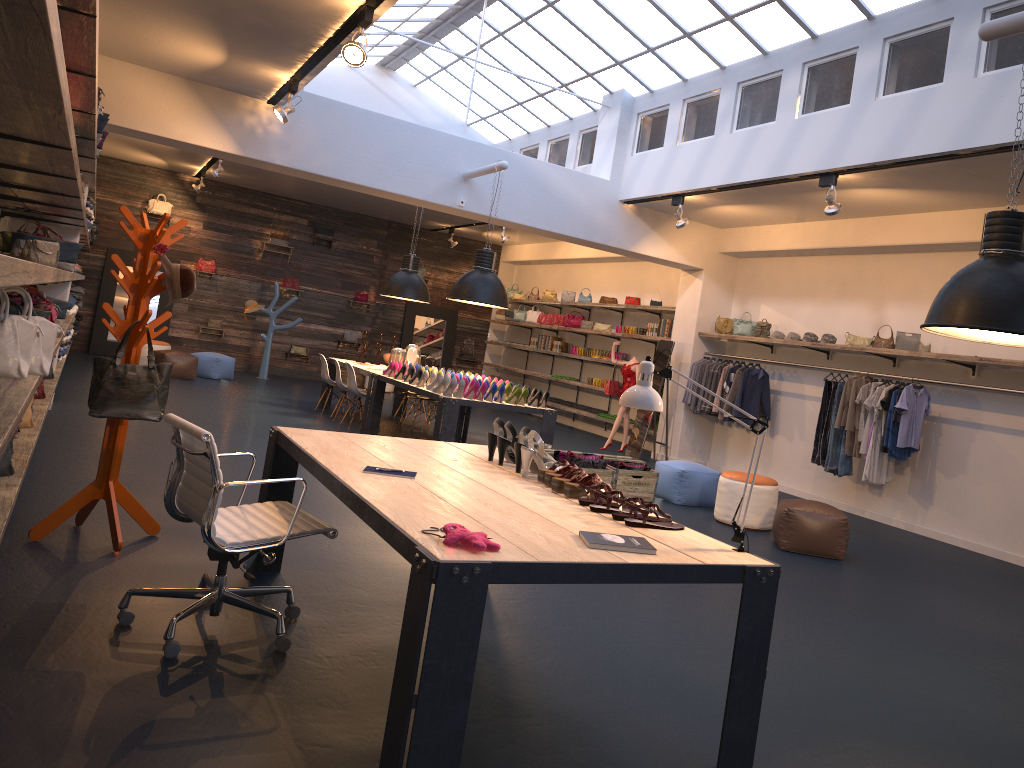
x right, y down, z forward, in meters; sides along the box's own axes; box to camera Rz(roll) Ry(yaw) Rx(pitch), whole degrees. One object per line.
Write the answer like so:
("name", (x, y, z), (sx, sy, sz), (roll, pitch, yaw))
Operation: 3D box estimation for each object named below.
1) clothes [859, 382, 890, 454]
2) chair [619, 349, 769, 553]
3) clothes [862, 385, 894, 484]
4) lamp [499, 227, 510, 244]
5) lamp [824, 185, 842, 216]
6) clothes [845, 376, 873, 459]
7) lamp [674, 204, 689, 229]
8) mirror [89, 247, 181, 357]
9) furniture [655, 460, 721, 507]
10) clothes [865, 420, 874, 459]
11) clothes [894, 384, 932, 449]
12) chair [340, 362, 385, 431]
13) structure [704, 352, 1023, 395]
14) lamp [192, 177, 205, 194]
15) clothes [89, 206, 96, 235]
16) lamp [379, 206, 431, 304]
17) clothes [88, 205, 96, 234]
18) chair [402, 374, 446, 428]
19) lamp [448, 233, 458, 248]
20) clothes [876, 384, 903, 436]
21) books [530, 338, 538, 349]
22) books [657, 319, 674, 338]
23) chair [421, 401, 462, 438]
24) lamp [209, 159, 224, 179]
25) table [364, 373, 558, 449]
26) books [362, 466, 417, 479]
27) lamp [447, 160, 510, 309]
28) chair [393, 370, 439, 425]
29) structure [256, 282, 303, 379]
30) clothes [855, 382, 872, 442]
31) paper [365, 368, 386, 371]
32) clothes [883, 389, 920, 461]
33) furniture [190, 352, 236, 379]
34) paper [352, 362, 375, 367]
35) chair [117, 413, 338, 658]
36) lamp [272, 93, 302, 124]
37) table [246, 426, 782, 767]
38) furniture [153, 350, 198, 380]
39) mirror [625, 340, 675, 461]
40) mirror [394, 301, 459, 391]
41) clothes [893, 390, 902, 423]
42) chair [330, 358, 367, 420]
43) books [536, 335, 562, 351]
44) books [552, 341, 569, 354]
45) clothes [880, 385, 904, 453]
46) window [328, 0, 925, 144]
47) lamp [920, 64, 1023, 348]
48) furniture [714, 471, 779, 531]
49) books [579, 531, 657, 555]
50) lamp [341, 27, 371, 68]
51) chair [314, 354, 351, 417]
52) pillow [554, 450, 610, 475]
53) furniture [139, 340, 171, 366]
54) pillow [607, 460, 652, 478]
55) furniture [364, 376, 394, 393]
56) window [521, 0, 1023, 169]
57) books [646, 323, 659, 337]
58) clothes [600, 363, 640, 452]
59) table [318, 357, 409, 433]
("clothes", (4.113, 0.392, 9.758), (0.545, 0.835, 0.132), (10, -3, -27))
("chair", (0.642, 0.260, 3.186), (0.546, 0.749, 0.168), (9, -3, 7))
("clothes", (4.142, 0.568, 9.657), (0.535, 1.114, 0.121), (11, -3, -31))
("lamp", (-0.132, -2.626, 15.416), (0.232, 0.329, 0.186), (9, -2, 15))
("lamp", (3.170, -1.790, 8.547), (0.174, 0.329, 0.249), (9, -1, 18))
("clothes", (4.012, 0.377, 9.958), (0.558, 0.951, 0.170), (10, -3, -34))
("lamp", (2.089, -2.063, 10.787), (0.242, 0.329, 0.179), (9, -2, -1))
("mirror", (-6.811, -1.414, 15.728), (1.236, 1.926, 0.248), (10, -3, -30))
("furniture", (1.837, 1.027, 9.151), (0.694, 0.424, 0.602), (9, 1, -30))
("clothes", (4.124, 0.488, 9.709), (0.352, 0.880, 0.086), (11, -3, -29))
("clothes", (4.330, 0.350, 9.345), (0.587, 0.703, 0.114), (10, -2, -32))
("chair", (-1.896, 0.153, 11.012), (0.581, 0.804, 0.433), (10, -2, -30))
("structure", (4.561, -0.002, 9.031), (0.041, 0.039, 8.121), (9, 2, -26))
("lamp", (-5.478, -3.476, 15.189), (0.232, 0.329, 0.186), (9, -2, 15))
("clothes", (-5.336, -2.057, 10.715), (0.281, 0.457, 0.318), (10, -1, -15))
("lamp", (-1.343, -1.983, 12.003), (0.688, 1.654, 0.708), (9, -2, 8))
("clothes", (-5.204, -2.024, 10.440), (0.281, 0.457, 0.318), (10, -1, -15))
("chair", (-1.180, 0.218, 12.142), (0.581, 0.804, 0.433), (10, -2, -30))
("lamp", (-1.205, -2.897, 17.648), (0.232, 0.329, 0.186), (9, -2, 15))
("clothes", (4.221, 0.299, 9.586), (0.557, 0.588, 0.072), (10, -2, -31))
("books", (0.514, -0.821, 17.660), (0.192, 0.211, 0.296), (10, 1, -27))
("books", (2.540, -0.842, 13.526), (0.255, 0.289, 0.595), (10, 1, -29))
("chair", (-0.849, 0.295, 11.609), (0.584, 0.804, 0.430), (10, -2, -35))
("lamp", (-4.412, -3.206, 12.972), (0.232, 0.329, 0.186), (9, -2, 15))
("table", (-0.648, 0.440, 9.737), (1.319, 0.742, 2.365), (9, 2, -27))
("books", (-0.494, 0.356, 3.539), (0.209, 0.018, 0.134), (9, 2, -8))
("lamp", (-0.246, -1.705, 9.726), (0.752, 1.654, 0.644), (11, -2, -37))
("chair", (-1.390, 0.158, 12.733), (0.580, 0.804, 0.434), (10, -2, -27))
("structure", (-4.432, -0.991, 16.125), (0.978, 1.815, 0.169), (10, -3, -5))
("clothes", (4.083, 0.332, 9.834), (0.587, 0.688, 0.108), (10, -2, -31))
("paper", (-1.666, -0.181, 11.475), (0.323, 0.014, 0.744), (10, 3, 15))
("clothes", (4.268, 0.453, 9.442), (0.522, 0.773, 0.116), (10, -3, -31))
("furniture", (-5.041, -0.321, 14.579), (0.633, 0.424, 0.663), (9, 1, 11))
("paper", (-2.045, -0.268, 12.056), (0.351, 0.014, 0.685), (8, 3, -17))
("chair", (-1.116, 0.590, 3.583), (0.642, 0.840, 0.720), (9, -1, 41))
("lamp", (-2.192, -2.645, 8.362), (0.169, 0.329, 0.256), (8, -1, 32))
("table", (-0.207, 0.781, 3.656), (1.319, 0.742, 2.365), (9, 2, -27))
("furniture", (-5.312, -0.323, 13.639), (0.698, 0.424, 0.598), (8, 1, -44))
("mirror", (2.088, 0.226, 12.662), (0.558, 1.773, 0.469), (11, -3, -29))
("mirror", (-1.827, -0.743, 18.683), (1.236, 1.926, 0.248), (10, -3, -30))
("clothes", (4.279, 0.264, 9.422), (0.488, 0.372, 0.128), (9, -2, -31))
("chair", (-2.163, 0.085, 11.572), (0.574, 0.805, 0.439), (10, -2, -21))
("books", (0.741, -0.808, 17.280), (0.255, 0.289, 0.595), (10, 1, -29))
("books", (0.943, -0.717, 16.872), (0.194, 0.214, 0.307), (10, 1, -28))
("clothes", (4.224, 0.395, 9.527), (0.599, 0.755, 0.129), (10, -2, -28))
("window", (1.513, -4.147, 7.114), (4.626, 0.839, 17.483), (8, 3, -26))
("lamp", (2.426, -1.029, 4.164), (0.653, 1.654, 0.743), (8, -2, 31))
("furniture", (2.236, 1.101, 8.273), (0.617, 0.482, 0.542), (9, 0, -26))
("books", (0.346, 0.522, 2.856), (0.235, 0.017, 0.172), (9, 3, -11))
("lamp", (-1.071, -2.371, 6.118), (0.170, 0.316, 0.265), (9, -1, 27))
("chair", (-2.474, 0.011, 12.116), (0.581, 0.804, 0.433), (10, -2, -30))
("pillow", (0.502, 0.691, 6.812), (0.381, 0.350, 0.406), (9, 0, -28))
("furniture", (-5.951, -0.483, 14.265), (0.617, 0.482, 0.542), (9, 0, -26))
("pillow", (0.890, 0.774, 7.150), (0.330, 0.320, 0.427), (9, 1, -28))
("furniture", (-2.651, -0.095, 17.511), (0.617, 0.482, 0.542), (9, 0, -26))
("window", (-0.055, -3.574, 10.052), (4.789, 0.653, 10.544), (8, 3, -27))
("books", (2.314, -0.854, 13.905), (0.192, 0.211, 0.296), (10, 1, -27))
("clothes", (1.717, 0.342, 13.156), (0.495, 1.391, 0.320), (11, -3, -41))
("table", (-1.675, 0.180, 11.875), (1.319, 0.742, 2.365), (9, 2, -27))
